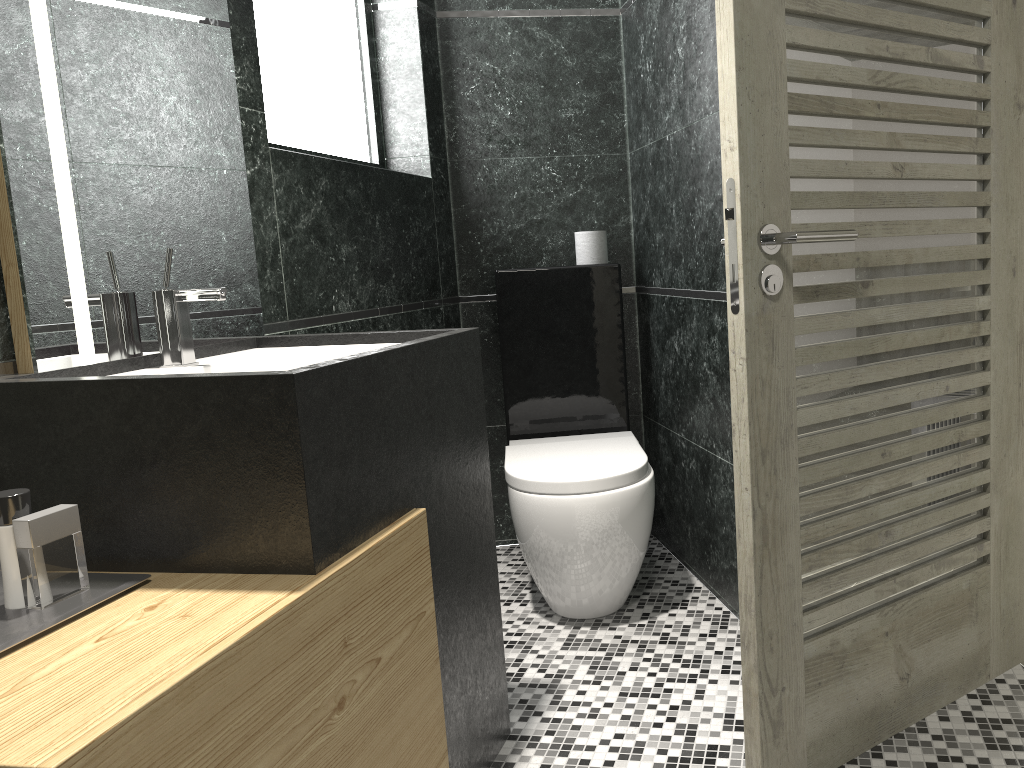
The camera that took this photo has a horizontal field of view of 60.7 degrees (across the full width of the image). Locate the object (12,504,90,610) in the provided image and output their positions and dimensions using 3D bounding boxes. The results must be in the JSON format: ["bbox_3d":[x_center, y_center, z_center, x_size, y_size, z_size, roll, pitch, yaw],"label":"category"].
[{"bbox_3d":[-0.697,0.260,1.324,0.030,0.136,0.088,-1,8,21],"label":"object"}]

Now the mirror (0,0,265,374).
[{"bbox_3d":[-0.814,-0.849,1.783,0.041,1.577,0.702,-2,8,18],"label":"mirror"}]

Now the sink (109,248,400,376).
[{"bbox_3d":[-0.502,-0.082,1.783,0.525,0.408,0.746,-1,8,16],"label":"sink"}]

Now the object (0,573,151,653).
[{"bbox_3d":[-0.773,0.337,1.275,0.306,0.011,0.327,-1,8,16],"label":"object"}]

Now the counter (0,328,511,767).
[{"bbox_3d":[-0.538,0.491,1.599,0.621,1.052,1.370,-1,8,17],"label":"counter"}]

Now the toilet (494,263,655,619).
[{"bbox_3d":[0.222,0.165,3.177,0.503,1.176,1.071,-4,8,-1],"label":"toilet"}]

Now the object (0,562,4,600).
[{"bbox_3d":[-0.801,0.257,1.342,0.030,0.153,0.087,-2,8,18],"label":"object"}]

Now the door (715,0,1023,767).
[{"bbox_3d":[0.953,-0.354,1.799,1.059,2.515,1.485,-4,8,0],"label":"door"}]

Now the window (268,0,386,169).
[{"bbox_3d":[-0.713,-1.238,2.816,0.037,1.069,1.099,-2,8,18],"label":"window"}]

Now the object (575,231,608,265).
[{"bbox_3d":[0.321,-0.550,3.530,0.120,0.130,0.137,2,10,37],"label":"object"}]
